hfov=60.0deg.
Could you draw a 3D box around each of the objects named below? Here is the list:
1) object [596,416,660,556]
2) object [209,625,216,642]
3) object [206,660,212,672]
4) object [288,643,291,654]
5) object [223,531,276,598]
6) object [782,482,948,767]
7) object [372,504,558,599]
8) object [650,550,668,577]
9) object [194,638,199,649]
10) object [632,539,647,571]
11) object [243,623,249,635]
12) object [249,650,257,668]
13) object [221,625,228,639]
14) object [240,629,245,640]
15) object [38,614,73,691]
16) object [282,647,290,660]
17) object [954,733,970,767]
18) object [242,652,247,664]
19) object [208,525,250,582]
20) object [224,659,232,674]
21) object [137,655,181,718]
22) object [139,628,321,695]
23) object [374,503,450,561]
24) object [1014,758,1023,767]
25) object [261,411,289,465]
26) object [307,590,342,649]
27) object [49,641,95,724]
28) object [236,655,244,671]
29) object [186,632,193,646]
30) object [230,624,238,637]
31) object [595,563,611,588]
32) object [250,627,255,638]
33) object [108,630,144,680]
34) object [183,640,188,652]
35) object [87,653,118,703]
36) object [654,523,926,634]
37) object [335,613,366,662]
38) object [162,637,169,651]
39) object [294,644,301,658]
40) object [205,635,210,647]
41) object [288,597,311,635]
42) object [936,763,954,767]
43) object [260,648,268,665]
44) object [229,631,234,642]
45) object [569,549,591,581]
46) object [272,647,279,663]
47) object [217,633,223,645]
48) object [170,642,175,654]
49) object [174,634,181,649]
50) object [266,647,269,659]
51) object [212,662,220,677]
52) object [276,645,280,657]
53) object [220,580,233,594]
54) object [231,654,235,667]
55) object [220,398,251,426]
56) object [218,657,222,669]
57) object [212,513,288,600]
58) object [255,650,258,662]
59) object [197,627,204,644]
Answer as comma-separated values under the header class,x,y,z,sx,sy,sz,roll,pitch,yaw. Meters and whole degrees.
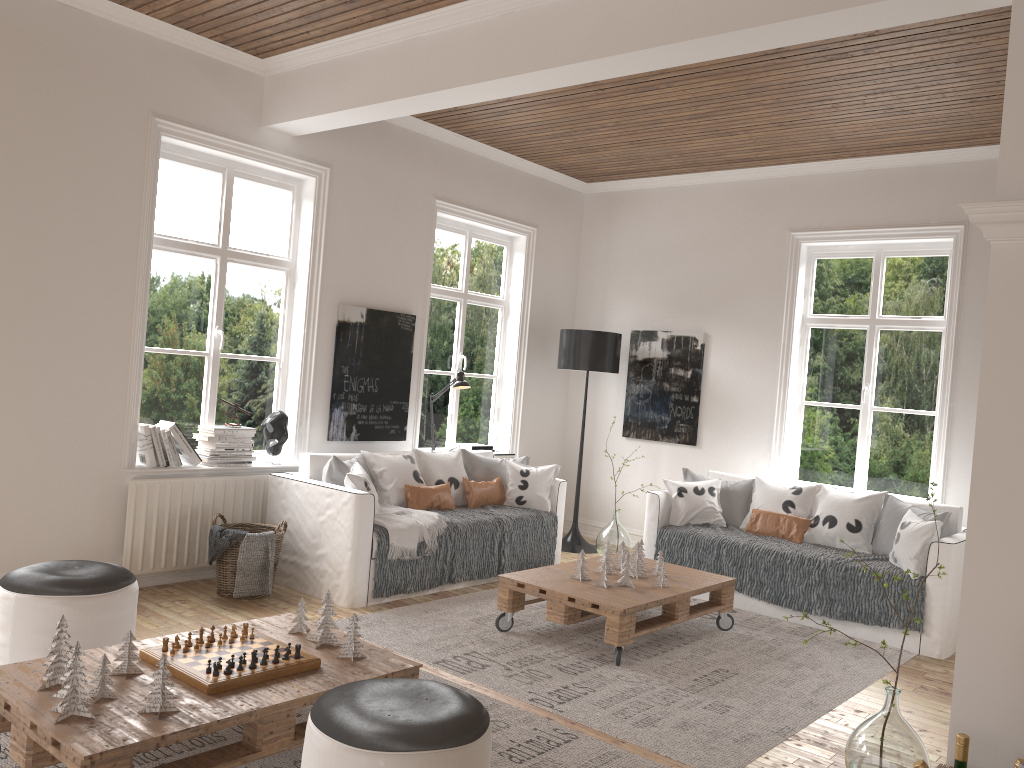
class,x,y,z,sx,sy,sz,roll,pitch,yaw
object,0.917,0.814,6.892,0.515,1.117,0.275,4,1,-33
object,-1.050,0.872,3.108,0.025,0.055,0.025,5,1,-18
object,-0.959,0.891,2.807,0.017,0.037,0.017,5,1,21
object,-0.764,0.905,3.040,0.017,0.037,0.017,4,1,-31
object,-1.477,0.980,4.970,0.290,0.356,0.349,5,1,-21
object,1.213,0.872,3.079,0.515,1.117,0.275,5,1,7
object,-0.443,1.019,5.771,0.651,0.423,1.680,5,1,40
object,0.828,0.997,4.962,0.075,0.147,0.075,5,1,-18
object,-1.071,0.880,3.013,0.017,0.037,0.017,4,1,-31
object,0.737,0.974,5.087,0.090,0.176,0.090,5,0,2
object,-0.964,0.886,3.208,0.019,0.040,0.019,5,1,-16
object,-0.839,0.889,2.878,0.025,0.058,0.025,5,0,-5
object,-1.017,0.878,3.144,0.022,0.047,0.022,5,1,-18
object,-0.955,0.889,3.146,0.017,0.037,0.017,4,1,-31
object,-1.369,0.803,2.689,0.108,0.213,0.109,4,1,-25
object,-0.758,0.902,2.980,0.026,0.044,0.026,5,0,-5
object,1.321,1.228,2.628,0.095,0.377,0.095,5,1,-14
object,-0.877,0.897,2.904,0.017,0.037,0.017,4,1,-31
object,-1.530,0.958,4.949,0.303,0.332,0.367,5,1,31
object,-0.899,0.892,2.810,0.026,0.044,0.026,5,0,-5
object,-1.005,0.858,2.543,0.085,0.166,0.085,5,1,26
object,-0.949,0.927,2.994,0.429,0.036,0.429,5,1,40
object,-0.722,0.863,5.438,0.729,0.255,0.588,5,1,44
object,1.409,1.249,2.555,0.127,0.361,0.094,5,1,40
object,-1.503,0.336,5.611,0.171,0.340,0.177,5,1,-14
object,-0.682,0.859,3.282,0.111,0.204,0.118,4,1,-27
object,-1.220,0.819,2.477,0.106,0.208,0.107,4,1,-34
object,-0.870,0.893,2.844,0.022,0.047,0.022,5,1,8
object,-1.105,0.872,3.040,0.022,0.047,0.022,5,1,-18
object,-0.993,0.882,3.174,0.026,0.044,0.026,5,0,-5
object,0.475,0.983,4.586,0.068,0.124,0.072,5,1,25
object,-0.931,0.890,3.179,0.017,0.037,0.017,4,1,-31
object,-1.220,0.850,2.814,0.082,0.141,0.077,5,1,21
object,-1.097,0.879,2.981,0.017,0.037,0.017,4,1,-31
object,-1.207,0.858,2.611,0.076,0.132,0.072,5,1,40
object,1.801,1.163,5.639,1.704,0.390,0.656,5,1,40
object,-0.565,0.892,3.150,0.082,0.160,0.082,5,1,29
object,-1.162,0.872,2.973,0.019,0.040,0.019,5,1,36
object,-0.728,0.906,3.013,0.019,0.040,0.019,5,1,-16
object,-1.044,0.882,3.046,0.017,0.037,0.017,4,1,-31
object,-0.808,0.881,3.397,0.079,0.137,0.075,5,0,-1
object,1.322,1.302,2.537,0.276,0.270,0.276,5,1,40
object,-0.813,0.893,2.911,0.025,0.055,0.025,5,1,-18
object,-0.984,0.887,3.113,0.017,0.037,0.017,4,1,-31
object,0.371,0.955,4.703,0.088,0.161,0.093,4,1,-41
object,-0.784,0.899,2.947,0.022,0.047,0.022,5,1,-18
object,-1.014,0.885,3.081,0.017,0.037,0.017,4,1,-31
object,-1.126,0.876,2.945,0.017,0.037,0.017,4,1,-31
object,-1.134,0.872,3.007,0.026,0.044,0.026,5,0,-5
object,-0.822,0.901,2.971,0.017,0.037,0.017,4,1,-31
object,-0.926,0.892,2.775,0.019,0.040,0.019,5,1,36
object,-0.794,0.903,3.005,0.017,0.037,0.017,4,1,-31
object,-1.504,1.078,5.016,0.280,0.186,0.291,5,1,25
object,-0.905,0.895,2.874,0.017,0.037,0.017,4,1,-31
object,-1.680,0.172,5.385,0.177,0.161,0.092,5,1,8
object,-0.935,0.893,2.839,0.017,0.037,0.017,4,1,-31
object,-1.494,0.966,5.011,0.393,0.432,0.393,4,1,-28
object,-0.849,0.899,2.938,0.017,0.037,0.017,4,1,-31
object,-1.077,0.869,3.073,0.025,0.058,0.025,5,0,-5
